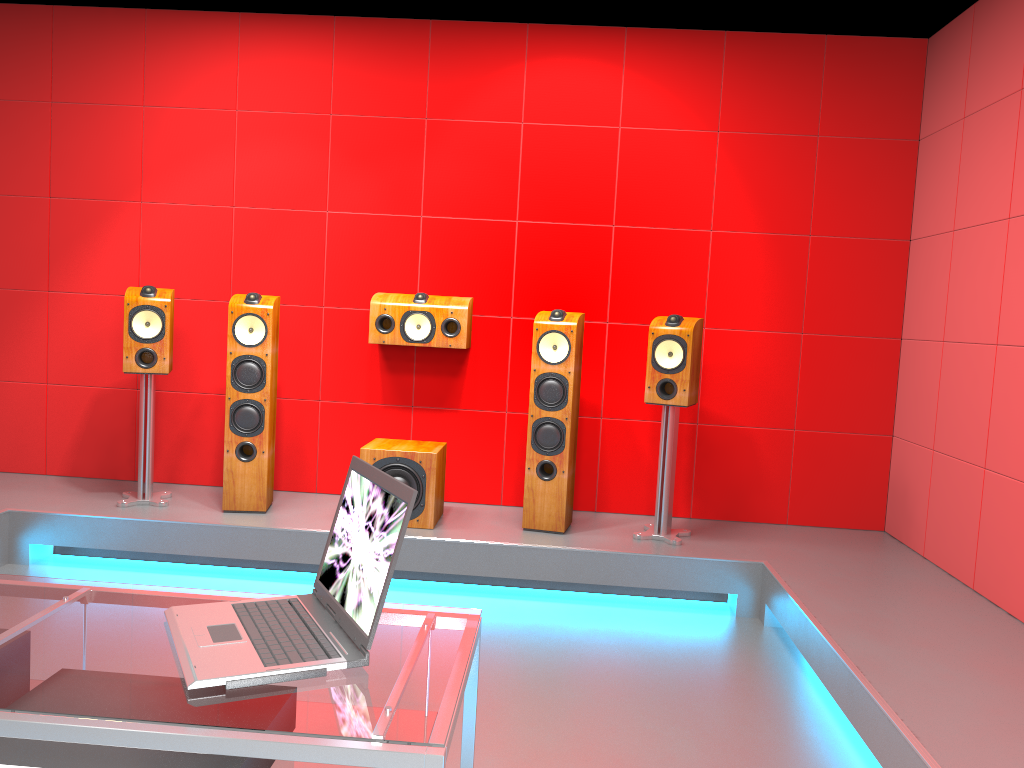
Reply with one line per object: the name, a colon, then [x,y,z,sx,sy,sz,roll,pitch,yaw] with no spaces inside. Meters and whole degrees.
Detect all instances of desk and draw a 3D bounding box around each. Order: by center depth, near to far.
desk: [-0.891,0.753,1.515,1.617,0.690,0.594,3,4,3]

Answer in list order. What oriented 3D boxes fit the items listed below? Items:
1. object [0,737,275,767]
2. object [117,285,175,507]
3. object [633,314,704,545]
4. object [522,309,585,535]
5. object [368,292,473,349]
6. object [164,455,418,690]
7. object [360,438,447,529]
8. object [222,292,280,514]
object: [-0.615,0.593,1.426,0.435,0.092,0.365,3,4,3]
object: [-1.777,0.051,4.327,0.231,1.058,0.265,2,5,-17]
object: [0.746,0.202,4.192,0.231,1.058,0.265,5,5,23]
object: [0.200,0.170,4.244,0.203,1.052,0.238,4,5,13]
object: [-0.462,-0.332,4.546,0.493,0.271,0.235,3,4,3]
object: [-0.384,0.293,1.494,0.340,0.285,0.342,1,5,-27]
object: [-0.525,0.474,4.283,0.360,0.360,0.360,3,4,3]
object: [-1.262,0.084,4.300,0.203,1.052,0.238,3,4,-7]
